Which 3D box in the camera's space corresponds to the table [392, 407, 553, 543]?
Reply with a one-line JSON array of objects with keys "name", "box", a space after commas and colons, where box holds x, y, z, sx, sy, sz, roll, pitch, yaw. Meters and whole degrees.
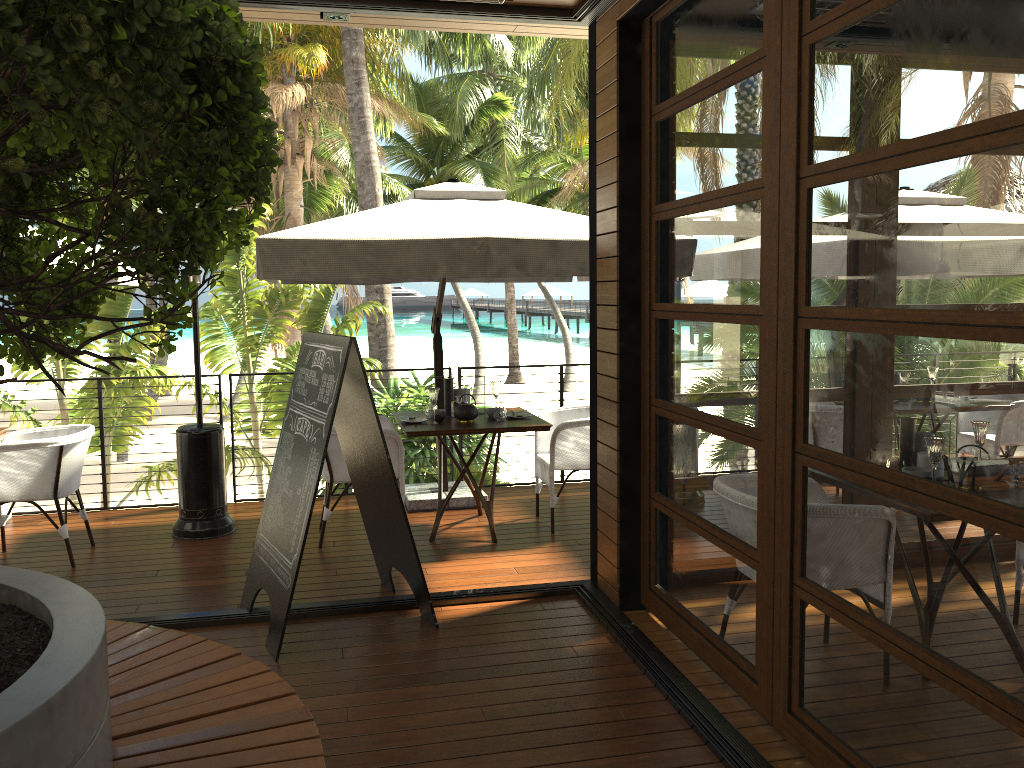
[{"name": "table", "box": [-0.290, 0.600, 5.938, 0.931, 0.748, 0.933, -2, 6, -12]}]

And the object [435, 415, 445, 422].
[{"name": "object", "box": [-0.471, 0.226, 5.743, 0.080, 0.042, 0.080, -3, 6, -21]}]

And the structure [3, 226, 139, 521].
[{"name": "structure", "box": [-3.667, -0.078, 5.209, 2.414, 2.329, 2.417, -2, 6, -12]}]

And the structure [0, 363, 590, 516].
[{"name": "structure", "box": [-8.150, 0.701, 5.411, 26.269, 1.151, 0.164, -2, 5, -12]}]

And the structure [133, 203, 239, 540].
[{"name": "structure", "box": [-2.079, -0.098, 5.865, 0.699, 2.189, 0.700, -3, 5, -25]}]

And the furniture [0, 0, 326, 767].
[{"name": "furniture", "box": [-1.715, 0.101, 1.560, 2.571, 2.718, 2.722, 4, 7, 42]}]

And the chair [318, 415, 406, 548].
[{"name": "chair", "box": [-1.021, 0.607, 5.770, 0.617, 0.787, 0.628, -2, 5, -11]}]

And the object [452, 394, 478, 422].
[{"name": "object", "box": [-0.301, 0.151, 5.783, 0.163, 0.178, 0.168, -2, 5, -14]}]

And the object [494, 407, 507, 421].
[{"name": "object", "box": [-0.076, 0.194, 5.788, 0.086, 0.086, 0.087, -1, 5, -8]}]

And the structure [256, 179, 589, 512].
[{"name": "structure", "box": [-0.371, -0.189, 5.936, 2.414, 2.329, 2.417, -2, 6, -12]}]

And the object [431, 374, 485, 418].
[{"name": "object", "box": [-0.366, 0.080, 6.070, 0.263, 0.263, 0.264, 3, 6, 32]}]

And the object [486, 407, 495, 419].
[{"name": "object", "box": [-0.116, 0.195, 5.893, 0.116, 0.065, 0.116, -1, 6, -8]}]

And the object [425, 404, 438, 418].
[{"name": "object", "box": [-0.537, 0.184, 5.939, 0.086, 0.086, 0.087, -1, 5, -8]}]

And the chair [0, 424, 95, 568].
[{"name": "chair", "box": [-2.848, 0.671, 5.342, 0.617, 0.787, 0.628, -2, 5, -11]}]

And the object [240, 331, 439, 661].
[{"name": "object", "box": [-0.872, 0.454, 4.296, 0.772, 1.395, 0.769, -3, 6, -28]}]

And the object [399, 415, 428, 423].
[{"name": "object", "box": [-0.636, 0.235, 5.759, 0.170, 0.025, 0.295, -2, 6, -12]}]

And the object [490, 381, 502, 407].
[{"name": "object", "box": [-0.110, 0.094, 6.055, 0.082, 0.226, 0.082, -2, 5, -12]}]

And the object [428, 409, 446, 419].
[{"name": "object", "box": [-0.494, 0.205, 5.838, 0.116, 0.065, 0.116, -1, 6, -8]}]

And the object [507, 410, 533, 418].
[{"name": "object", "box": [0.027, 0.205, 5.975, 0.170, 0.025, 0.295, -2, 6, -12]}]

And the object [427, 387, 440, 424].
[{"name": "object", "box": [-0.501, 0.139, 5.660, 0.082, 0.226, 0.082, -2, 5, -12]}]

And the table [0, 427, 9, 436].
[{"name": "table", "box": [-3.595, 0.712, 5.209, 0.931, 0.748, 0.933, -2, 6, -12]}]

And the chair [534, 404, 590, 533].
[{"name": "chair", "box": [0.501, 0.559, 6.080, 0.617, 0.787, 0.628, -2, 5, -11]}]
